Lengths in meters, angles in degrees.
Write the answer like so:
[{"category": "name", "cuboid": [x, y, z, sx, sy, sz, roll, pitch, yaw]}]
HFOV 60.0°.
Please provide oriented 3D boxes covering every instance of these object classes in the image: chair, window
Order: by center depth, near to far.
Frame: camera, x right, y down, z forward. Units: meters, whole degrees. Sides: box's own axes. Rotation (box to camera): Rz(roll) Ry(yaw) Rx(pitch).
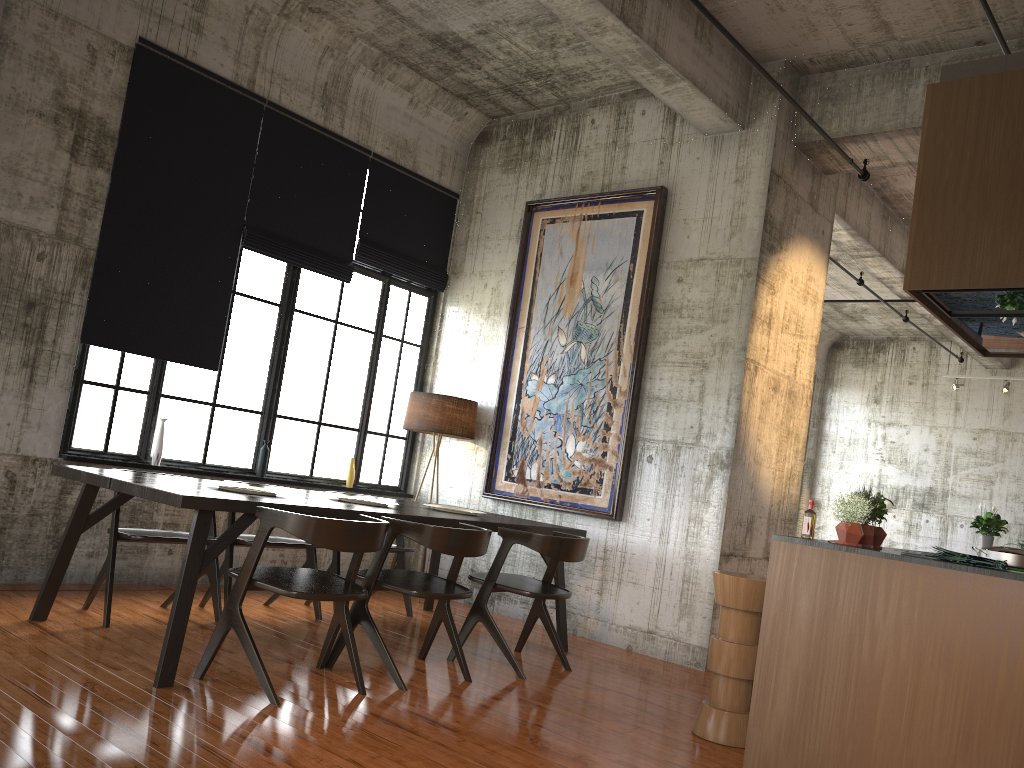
[{"category": "chair", "cuboid": [-1.179, 1.223, 5.048, 0.768, 0.991, 0.881, 4, -7, 41]}, {"category": "chair", "cuboid": [1.352, 1.639, 5.340, 0.409, 0.960, 0.412, 7, -5, 19]}, {"category": "chair", "cuboid": [-0.607, 1.381, 5.731, 0.768, 0.991, 0.882, 4, -6, 40]}, {"category": "chair", "cuboid": [-2.517, 1.154, 6.295, 0.768, 0.991, 0.882, 4, -6, 40]}, {"category": "chair", "cuboid": [0.097, 1.569, 6.506, 0.768, 0.991, 0.882, 5, -6, 37]}, {"category": "chair", "cuboid": [-1.945, 1.313, 6.978, 0.768, 0.991, 0.881, 4, -7, 41]}, {"category": "chair", "cuboid": [-1.306, 1.491, 7.754, 0.768, 0.991, 0.881, 4, -6, 40]}, {"category": "window", "cuboid": [-2.125, -0.764, 8.502, 0.050, 3.427, 3.827, 5, -6, 41]}]

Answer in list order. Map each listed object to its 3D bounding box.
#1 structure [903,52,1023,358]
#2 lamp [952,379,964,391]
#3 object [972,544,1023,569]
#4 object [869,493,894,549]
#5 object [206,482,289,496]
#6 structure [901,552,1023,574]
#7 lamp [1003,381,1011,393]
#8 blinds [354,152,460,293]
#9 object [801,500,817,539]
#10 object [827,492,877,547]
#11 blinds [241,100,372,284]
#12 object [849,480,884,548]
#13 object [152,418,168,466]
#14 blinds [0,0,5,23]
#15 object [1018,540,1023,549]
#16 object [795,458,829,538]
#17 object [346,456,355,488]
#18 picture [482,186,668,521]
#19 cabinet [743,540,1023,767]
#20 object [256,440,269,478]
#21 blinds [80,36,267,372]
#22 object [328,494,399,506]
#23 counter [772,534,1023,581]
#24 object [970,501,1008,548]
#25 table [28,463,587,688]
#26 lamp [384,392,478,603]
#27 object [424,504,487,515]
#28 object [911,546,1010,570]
[{"category": "structure", "cuboid": [2.720, -0.845, 4.681, 0.662, 1.123, 1.635, 5, -7, 41]}, {"category": "lamp", "cuboid": [7.984, 0.023, 15.897, 0.261, 0.210, 0.102, 10, -5, -14]}, {"category": "object", "cuboid": [2.567, 0.852, 4.255, 0.730, 0.120, 0.331, 10, -6, -14]}, {"category": "object", "cuboid": [2.047, 0.765, 5.000, 0.173, 0.310, 0.178, 13, -6, -43]}, {"category": "object", "cuboid": [-1.723, 0.689, 5.787, 0.528, 0.024, 0.526, 13, -8, -39]}, {"category": "structure", "cuboid": [2.501, 0.931, 4.522, 0.677, 0.019, 1.101, 3, -8, 40]}, {"category": "lamp", "cuboid": [8.585, 0.062, 15.402, 0.199, 0.228, 0.102, 13, -6, -39]}, {"category": "blinds", "cuboid": [-1.081, -1.699, 9.474, 0.052, 1.139, 1.301, 5, -6, 41]}, {"category": "object", "cuboid": [1.627, 0.738, 4.847, 0.056, 0.208, 0.056, 5, -6, 41]}, {"category": "object", "cuboid": [1.760, 0.695, 4.615, 0.211, 0.283, 0.221, 13, -6, -41]}, {"category": "blinds", "cuboid": [-1.920, -1.799, 8.486, 0.051, 1.394, 1.259, 5, -6, 41]}, {"category": "object", "cuboid": [1.902, 0.695, 4.814, 0.186, 0.366, 0.197, 9, -5, -9]}, {"category": "object", "cuboid": [-2.982, 0.489, 7.501, 0.082, 0.409, 0.082, 8, -4, 1]}, {"category": "blinds", "cuboid": [-5.091, -2.580, 4.574, 0.136, 1.771, 4.483, 5, -7, 41]}, {"category": "object", "cuboid": [4.340, 1.388, 7.360, 0.232, 0.257, 0.237, 10, -5, -11]}, {"category": "object", "cuboid": [2.626, 1.738, 9.609, 1.516, 2.058, 1.889, 11, -6, -26]}, {"category": "object", "cuboid": [-1.646, 0.904, 9.090, 0.073, 0.318, 0.074, 8, -4, 3]}, {"category": "picture", "cuboid": [0.569, -0.333, 8.627, 1.653, 3.113, 0.142, 5, -6, 41]}, {"category": "cabinet", "cuboid": [3.053, 1.794, 5.603, 1.243, 1.240, 4.377, 4, -7, 40]}, {"category": "object", "cuboid": [-2.325, 0.702, 8.283, 0.080, 0.351, 0.080, 10, -4, -18]}, {"category": "blinds", "cuboid": [-2.812, -1.460, 7.513, 0.034, 2.528, 1.220, 5, -6, 41]}, {"category": "object", "cuboid": [-1.095, 0.863, 6.536, 0.528, 0.024, 0.526, 13, -8, -39]}, {"category": "counter", "cuboid": [3.136, 1.242, 5.643, 1.243, 0.174, 4.379, 3, -8, 40]}, {"category": "object", "cuboid": [4.062, 1.245, 7.556, 0.304, 0.501, 0.269, 9, -5, -7]}, {"category": "table", "cuboid": [-1.230, 1.364, 6.516, 1.636, 1.003, 3.717, 4, -7, 40]}, {"category": "lamp", "cuboid": [-0.853, 1.152, 9.080, 0.755, 2.051, 0.752, 12, -6, -37]}, {"category": "object", "cuboid": [-0.467, 1.037, 7.285, 0.528, 0.024, 0.526, 13, -8, -39]}, {"category": "object", "cuboid": [2.046, 0.787, 4.045, 0.391, 0.067, 0.185, 9, -6, -3]}]
